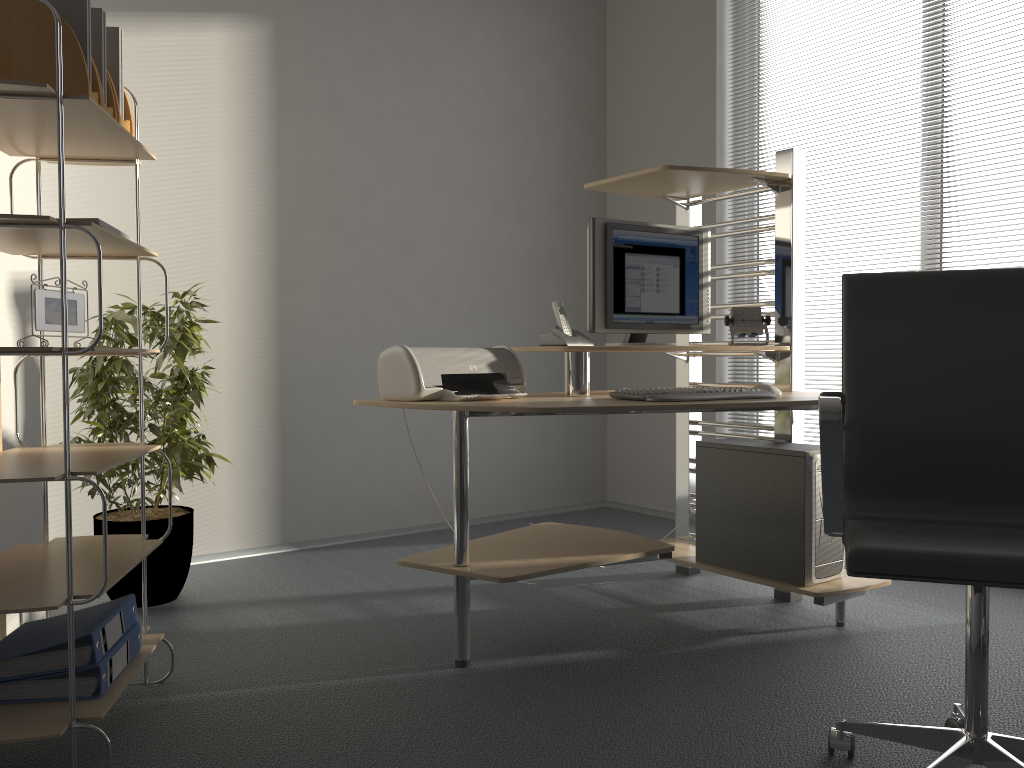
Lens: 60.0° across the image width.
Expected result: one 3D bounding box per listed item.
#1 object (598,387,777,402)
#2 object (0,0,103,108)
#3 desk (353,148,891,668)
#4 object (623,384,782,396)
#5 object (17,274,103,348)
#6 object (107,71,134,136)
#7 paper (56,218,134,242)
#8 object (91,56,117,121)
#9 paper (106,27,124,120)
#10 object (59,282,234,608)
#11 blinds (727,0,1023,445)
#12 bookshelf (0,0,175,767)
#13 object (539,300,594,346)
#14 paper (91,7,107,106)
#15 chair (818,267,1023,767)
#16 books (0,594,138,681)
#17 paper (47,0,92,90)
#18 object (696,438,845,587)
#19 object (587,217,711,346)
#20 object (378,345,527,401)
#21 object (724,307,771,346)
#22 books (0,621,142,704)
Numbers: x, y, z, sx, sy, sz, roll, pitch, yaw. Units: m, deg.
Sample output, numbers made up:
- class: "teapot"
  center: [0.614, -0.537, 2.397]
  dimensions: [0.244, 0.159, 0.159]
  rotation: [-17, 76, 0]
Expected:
- class: "object"
  center: [0.402, 0.047, 2.847]
  dimensions: [0.478, 0.082, 0.814]
  rotation: [-1, 2, -29]
- class: "object"
  center: [-1.036, -0.704, 1.930]
  dimensions: [0.243, 0.259, 0.113]
  rotation: [-1, 2, -11]
- class: "desk"
  center: [0.389, -0.010, 2.710]
  dimensions: [1.469, 1.566, 0.967]
  rotation: [-2, 2, -36]
- class: "object"
  center: [0.660, 0.036, 3.072]
  dimensions: [0.168, 0.088, 0.742]
  rotation: [-1, 2, -34]
- class: "object"
  center: [-1.020, -0.161, 2.006]
  dimensions: [0.077, 0.161, 0.192]
  rotation: [0, 2, 10]
- class: "object"
  center: [-1.072, -0.712, 2.175]
  dimensions: [0.243, 0.259, 0.113]
  rotation: [0, 2, -6]
- class: "paper"
  center: [-1.046, -0.349, 2.102]
  dimensions: [0.213, 0.046, 0.297]
  rotation: [-1, 2, -9]
- class: "object"
  center: [-1.058, -0.708, 2.051]
  dimensions: [0.243, 0.259, 0.113]
  rotation: [-1, 2, -9]
- class: "paper"
  center: [-1.076, -0.732, 2.195]
  dimensions: [0.213, 0.297, 0.045]
  rotation: [0, 2, -6]
- class: "object"
  center: [-1.280, 0.203, 3.150]
  dimensions: [0.544, 1.147, 0.644]
  rotation: [-1, 2, -7]
- class: "blinds"
  center: [1.667, -0.738, 3.641]
  dimensions: [0.037, 2.749, 1.950]
  rotation: [-2, 2, -36]
- class: "bookshelf"
  center: [-1.043, 0.020, 2.017]
  dimensions: [0.381, 1.572, 0.724]
  rotation: [-1, 2, -9]
- class: "object"
  center: [0.173, -0.197, 2.851]
  dimensions: [0.119, 0.151, 0.150]
  rotation: [1, 2, 40]
- class: "paper"
  center: [-1.063, -0.728, 2.071]
  dimensions: [0.213, 0.297, 0.045]
  rotation: [-1, 2, -9]
- class: "chair"
  center: [0.904, 0.277, 1.725]
  dimensions: [0.584, 1.048, 0.652]
  rotation: [0, 2, 19]
- class: "books"
  center: [-1.034, 0.575, 2.022]
  dimensions: [0.263, 0.100, 0.320]
  rotation: [-1, 2, -8]
- class: "paper"
  center: [-1.042, -0.725, 1.949]
  dimensions: [0.213, 0.297, 0.045]
  rotation: [-1, 2, -11]
- class: "object"
  center: [0.861, 0.413, 2.972]
  dimensions: [0.199, 0.422, 0.471]
  rotation: [-2, 2, -36]
- class: "object"
  center: [0.457, -0.339, 3.085]
  dimensions: [0.516, 0.418, 0.245]
  rotation: [-1, 2, -21]
- class: "object"
  center: [-0.123, -0.036, 2.631]
  dimensions: [0.438, 0.162, 0.351]
  rotation: [-2, 2, -44]
- class: "object"
  center: [0.816, -0.200, 3.080]
  dimensions: [0.154, 0.135, 0.093]
  rotation: [0, 2, 0]
- class: "books"
  center: [-1.024, 0.630, 2.025]
  dimensions: [0.262, 0.072, 0.320]
  rotation: [-1, 2, -8]
